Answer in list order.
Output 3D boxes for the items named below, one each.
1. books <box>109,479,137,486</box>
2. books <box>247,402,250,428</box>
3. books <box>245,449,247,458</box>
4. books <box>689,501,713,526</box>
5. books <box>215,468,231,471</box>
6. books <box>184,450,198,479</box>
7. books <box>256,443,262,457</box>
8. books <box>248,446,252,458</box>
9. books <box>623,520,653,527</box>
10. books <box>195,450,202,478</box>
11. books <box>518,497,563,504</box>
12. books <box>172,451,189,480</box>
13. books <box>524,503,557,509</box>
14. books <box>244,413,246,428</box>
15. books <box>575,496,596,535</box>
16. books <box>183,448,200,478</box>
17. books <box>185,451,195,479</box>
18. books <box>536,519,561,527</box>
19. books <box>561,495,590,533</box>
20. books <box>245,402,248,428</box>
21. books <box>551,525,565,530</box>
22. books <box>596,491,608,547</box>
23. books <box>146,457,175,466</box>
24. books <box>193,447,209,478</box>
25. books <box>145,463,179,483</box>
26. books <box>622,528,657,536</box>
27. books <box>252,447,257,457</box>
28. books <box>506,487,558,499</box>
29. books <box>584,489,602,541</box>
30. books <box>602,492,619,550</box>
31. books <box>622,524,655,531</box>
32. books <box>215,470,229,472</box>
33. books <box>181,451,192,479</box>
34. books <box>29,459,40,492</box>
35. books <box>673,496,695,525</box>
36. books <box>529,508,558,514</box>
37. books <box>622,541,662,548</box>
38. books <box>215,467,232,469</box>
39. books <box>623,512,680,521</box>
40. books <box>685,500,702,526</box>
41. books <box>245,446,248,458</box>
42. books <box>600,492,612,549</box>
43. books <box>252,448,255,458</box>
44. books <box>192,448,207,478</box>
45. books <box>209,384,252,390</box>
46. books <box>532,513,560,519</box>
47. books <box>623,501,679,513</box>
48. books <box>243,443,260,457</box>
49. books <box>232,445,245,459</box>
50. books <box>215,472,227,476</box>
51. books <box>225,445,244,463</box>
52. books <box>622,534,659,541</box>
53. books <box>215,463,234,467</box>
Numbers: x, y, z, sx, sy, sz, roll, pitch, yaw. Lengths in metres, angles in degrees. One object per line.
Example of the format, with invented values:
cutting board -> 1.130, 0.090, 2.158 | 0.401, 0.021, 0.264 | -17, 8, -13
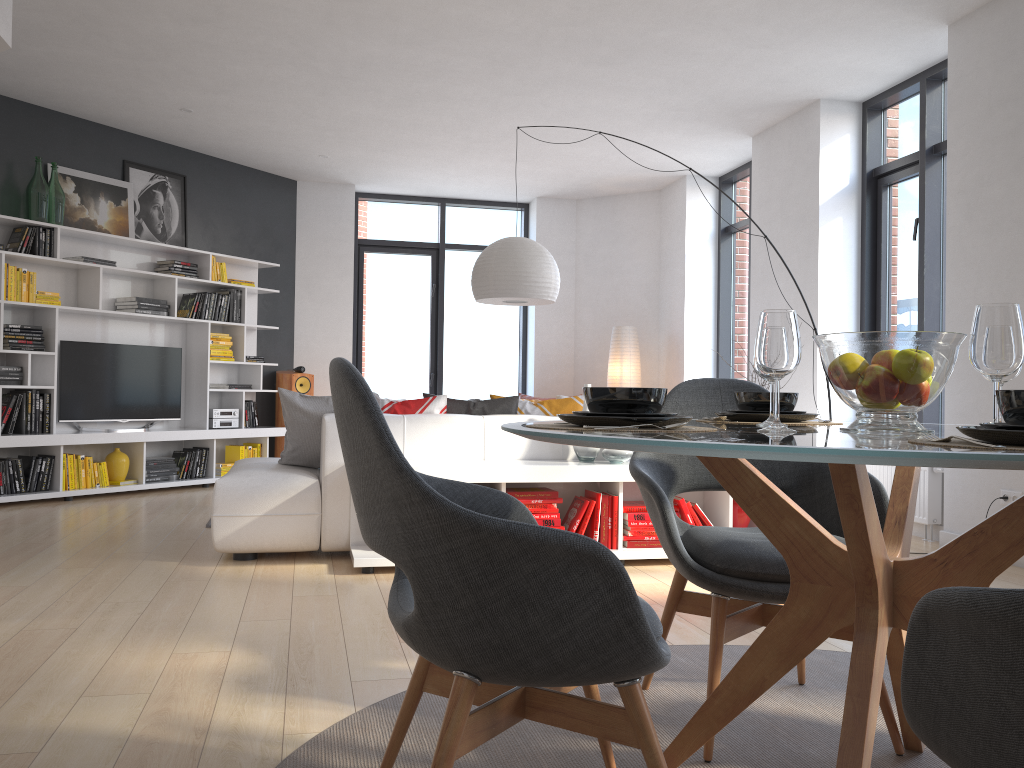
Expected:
books -> -3.172, 0.782, 7.086 | 0.270, 0.029, 0.204 | 1, -1, 17
books -> -2.510, 0.286, 8.251 | 0.170, 0.236, 0.049 | 0, -1, 32
books -> -2.490, 0.708, 8.121 | 0.156, 0.229, 0.024 | 0, -1, 32
books -> 0.987, 0.719, 4.597 | 0.186, 0.223, 0.188 | 1, -1, -13
books -> -2.579, 0.765, 7.970 | 0.113, 0.018, 0.169 | 0, -1, 33
books -> -2.783, 0.692, 7.642 | 0.172, 0.242, 0.069 | 0, -1, 33
books -> -2.421, 0.689, 8.295 | 0.213, 0.270, 0.025 | 0, -1, 32
books -> -2.479, 0.696, 8.171 | 0.185, 0.250, 0.035 | 0, -1, 32
books -> 0.695, 0.702, 4.544 | 0.261, 0.027, 0.191 | 1, -1, -9
books -> -2.774, 0.692, 7.694 | 0.179, 0.243, 0.068 | 0, -1, 31
books -> 0.094, 0.572, 4.402 | 0.266, 0.026, 0.187 | 1, -1, -19
books -> -2.855, 0.692, 7.568 | 0.182, 0.234, 0.104 | 0, -1, 32
books -> 0.073, 0.597, 4.404 | 0.257, 0.025, 0.182 | 1, -1, -13
books -> -2.548, 0.268, 8.209 | 0.202, 0.268, 0.053 | 0, -1, 32
books -> 0.336, 0.693, 4.439 | 0.115, 0.245, 0.192 | 1, -1, -13
books -> -2.793, 0.685, 7.675 | 0.192, 0.254, 0.075 | 0, -1, 31
books -> -2.813, 0.694, 7.619 | 0.169, 0.233, 0.081 | 0, -1, 31
books -> 0.081, 0.679, 4.418 | 0.279, 0.039, 0.206 | 1, -1, -12
books -> 0.294, 0.692, 4.436 | 0.144, 0.247, 0.188 | 1, -1, -13
books -> -2.528, 0.285, 8.234 | 0.189, 0.240, 0.053 | 0, -1, 32
books -> 0.086, 0.715, 4.418 | 0.301, 0.032, 0.227 | 1, -1, -13
books -> 0.431, 0.684, 4.478 | 0.038, 0.270, 0.215 | 1, -1, -13
books -> -3.021, 0.642, 7.398 | 0.250, 0.047, 0.310 | 0, -1, 27
books -> -2.741, 0.684, 7.758 | 0.197, 0.260, 0.066 | 0, -1, 32
books -> -3.001, 0.735, 7.390 | 0.277, 0.137, 0.343 | 0, -1, 27
books -> 0.686, 0.751, 4.545 | 0.257, 0.025, 0.182 | 1, -1, -13
books -> -2.438, 0.706, 8.239 | 0.172, 0.234, 0.024 | 0, -1, 32
books -> 0.075, 0.542, 4.406 | 0.259, 0.034, 0.206 | 1, -1, -16
books -> 0.398, 0.679, 4.453 | 0.046, 0.282, 0.199 | 1, -1, -13
books -> 0.493, 0.685, 4.467 | 0.028, 0.269, 0.181 | 1, -1, -13
books -> 0.686, 0.727, 4.537 | 0.236, 0.023, 0.178 | 1, -1, -13
books -> -2.593, 0.779, 7.985 | 0.148, 0.011, 0.196 | 0, -1, 32
books -> -2.841, 0.694, 7.599 | 0.187, 0.234, 0.096 | 0, -1, 32
books -> -3.525, 0.665, 6.467 | 0.172, 0.242, 0.069 | 0, -1, 33
books -> 0.886, 0.702, 4.581 | 0.134, 0.248, 0.192 | 1, -1, -13
books -> 0.093, 0.621, 4.400 | 0.236, 0.023, 0.178 | 1, -1, -13
books -> 0.684, 0.806, 4.546 | 0.259, 0.034, 0.206 | 1, -1, -10
books -> -2.588, 0.749, 7.984 | 0.134, 0.014, 0.187 | 0, -1, 32
books -> 0.689, 0.669, 4.559 | 0.279, 0.039, 0.206 | 1, -1, -14
books -> 0.933, 0.712, 4.585 | 0.148, 0.232, 0.171 | 1, -1, -11
books -> -2.495, 0.695, 8.149 | 0.180, 0.251, 0.019 | 0, -1, 32
books -> 0.463, 0.688, 4.475 | 0.028, 0.266, 0.188 | 1, -1, -13
books -> -2.449, 0.705, 8.215 | 0.172, 0.234, 0.024 | 0, -1, 32
books -> -2.758, 0.688, 7.729 | 0.191, 0.249, 0.084 | 0, -1, 32
books -> -2.594, 0.025, 8.170 | 0.250, 0.047, 0.310 | 0, -1, 27
books -> 0.083, 0.646, 4.402 | 0.261, 0.027, 0.191 | 1, -1, -17
books -> 0.678, 0.634, 4.582 | 0.301, 0.032, 0.227 | 1, -1, -13
books -> -2.428, 0.689, 8.267 | 0.204, 0.270, 0.029 | 0, -1, 32
books -> -2.518, 0.690, 8.117 | 0.199, 0.263, 0.015 | 0, -1, 32
books -> -2.590, 0.801, 7.982 | 0.147, 0.033, 0.190 | 0, -1, 32
books -> -2.532, 0.692, 8.090 | 0.198, 0.255, 0.044 | 0, -1, 32
books -> 0.677, 0.776, 4.536 | 0.266, 0.026, 0.187 | 1, -1, -7
books -> -2.600, 0.729, 7.988 | 0.138, 0.026, 0.186 | 0, -1, 32
